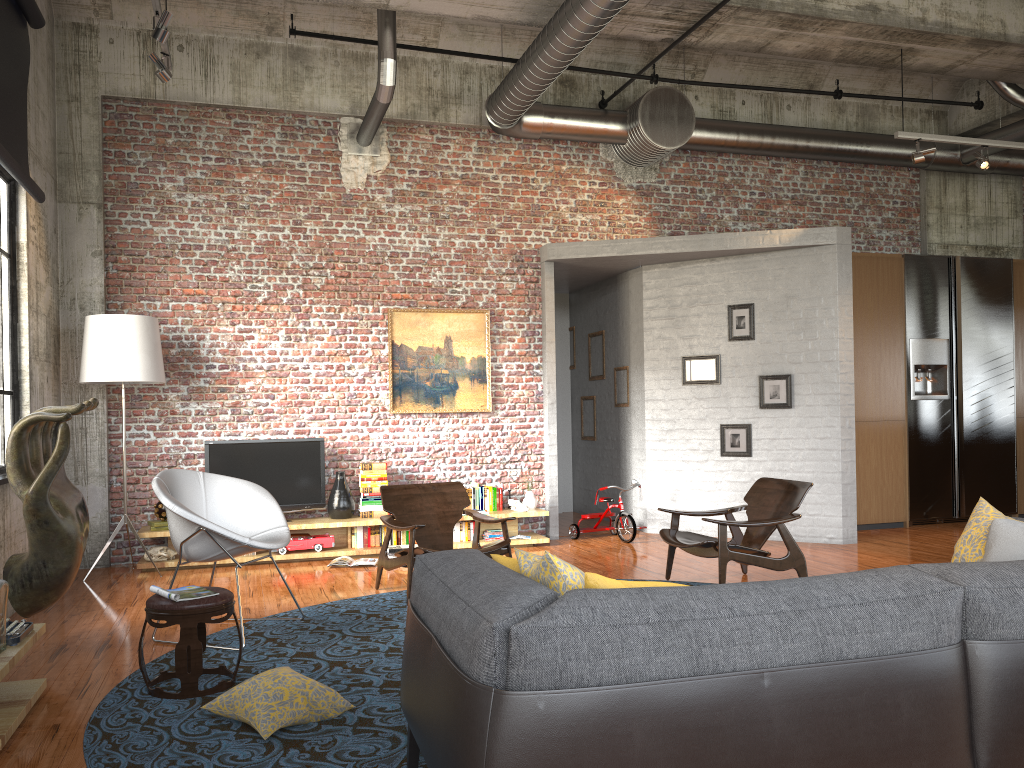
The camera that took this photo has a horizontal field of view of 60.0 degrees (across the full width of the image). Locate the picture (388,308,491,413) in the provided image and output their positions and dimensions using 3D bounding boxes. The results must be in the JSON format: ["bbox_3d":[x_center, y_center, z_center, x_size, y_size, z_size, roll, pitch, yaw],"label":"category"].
[{"bbox_3d":[-0.739,-0.237,9.145,1.064,1.064,0.040,-1,0,-17],"label":"picture"}]

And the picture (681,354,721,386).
[{"bbox_3d":[2.006,-0.148,9.424,0.426,0.316,0.015,-2,-1,33],"label":"picture"}]

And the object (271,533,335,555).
[{"bbox_3d":[-1.989,1.493,8.344,0.600,0.174,0.244,0,-2,-26],"label":"object"}]

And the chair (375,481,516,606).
[{"bbox_3d":[-0.524,1.184,6.766,0.875,0.793,1.044,0,-1,-27],"label":"chair"}]

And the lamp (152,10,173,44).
[{"bbox_3d":[-2.534,-2.563,6.402,0.165,0.251,0.102,-1,0,28],"label":"lamp"}]

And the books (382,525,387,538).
[{"bbox_3d":[-1.242,1.480,8.640,0.023,0.193,0.140,-1,-1,-17],"label":"books"}]

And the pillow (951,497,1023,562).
[{"bbox_3d":[2.042,0.723,3.749,0.260,0.446,0.537,-1,-1,-10],"label":"pillow"}]

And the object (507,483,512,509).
[{"bbox_3d":[-0.023,1.167,9.276,0.057,0.272,0.057,-1,0,33],"label":"object"}]

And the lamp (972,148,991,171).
[{"bbox_3d":[4.531,-2.154,8.535,0.102,0.228,0.199,-1,-1,-7],"label":"lamp"}]

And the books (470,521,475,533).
[{"bbox_3d":[-0.395,1.474,8.916,0.019,0.189,0.120,-1,-1,-17],"label":"books"}]

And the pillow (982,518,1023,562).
[{"bbox_3d":[1.988,0.700,3.504,0.171,0.314,0.365,-1,-1,-27],"label":"pillow"}]

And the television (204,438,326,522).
[{"bbox_3d":[-2.334,0.919,8.397,1.089,0.793,0.286,0,-1,-30],"label":"television"}]

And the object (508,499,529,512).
[{"bbox_3d":[0.065,1.236,8.989,0.251,0.123,0.123,-2,-1,28],"label":"object"}]

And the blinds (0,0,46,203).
[{"bbox_3d":[-3.320,-2.174,5.677,0.150,1.463,2.445,-1,-1,-17],"label":"blinds"}]

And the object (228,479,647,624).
[{"bbox_3d":[7.127,1.137,7.065,20.828,0.657,8.774,0,-2,-17],"label":"object"}]

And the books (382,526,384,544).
[{"bbox_3d":[-1.264,1.480,8.631,0.023,0.193,0.140,-1,-1,-17],"label":"books"}]

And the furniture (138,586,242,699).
[{"bbox_3d":[-1.615,1.284,4.464,0.432,0.477,0.432,-2,-1,28],"label":"furniture"}]

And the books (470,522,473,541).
[{"bbox_3d":[-0.422,1.479,8.914,0.034,0.181,0.132,-1,-1,-17],"label":"books"}]

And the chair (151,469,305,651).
[{"bbox_3d":[-1.801,1.046,5.551,0.806,1.030,1.057,-1,-1,22],"label":"chair"}]

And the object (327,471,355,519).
[{"bbox_3d":[-1.671,1.084,8.662,0.268,0.455,0.268,-1,-1,14],"label":"object"}]

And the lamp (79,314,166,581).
[{"bbox_3d":[-3.368,0.546,7.714,0.707,2.243,0.694,-1,0,5],"label":"lamp"}]

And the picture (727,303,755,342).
[{"bbox_3d":[2.377,-0.638,9.199,0.278,0.381,0.015,-1,0,31],"label":"picture"}]

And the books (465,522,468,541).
[{"bbox_3d":[-0.472,1.474,8.890,0.026,0.191,0.138,-1,-1,-17],"label":"books"}]

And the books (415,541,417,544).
[{"bbox_3d":[-0.962,1.449,8.731,0.088,0.256,0.153,-1,-1,-17],"label":"books"}]

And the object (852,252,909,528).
[{"bbox_3d":[3.804,0.100,10.090,0.910,3.045,0.860,-1,0,-17],"label":"object"}]

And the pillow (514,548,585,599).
[{"bbox_3d":[0.181,0.729,2.916,0.260,0.446,0.537,-1,-1,-10],"label":"pillow"}]

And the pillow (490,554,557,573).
[{"bbox_3d":[0.114,0.760,3.239,0.168,0.319,0.435,-1,-1,-43],"label":"pillow"}]

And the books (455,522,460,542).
[{"bbox_3d":[-0.555,1.477,8.866,0.043,0.186,0.129,-1,-1,-17],"label":"books"}]

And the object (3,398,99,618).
[{"bbox_3d":[-2.707,0.724,5.175,0.456,1.296,0.728,-1,-1,-5],"label":"object"}]

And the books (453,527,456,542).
[{"bbox_3d":[-0.597,1.480,8.871,0.034,0.181,0.132,-1,-1,-17],"label":"books"}]

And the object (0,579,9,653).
[{"bbox_3d":[-2.262,0.981,3.797,0.163,0.361,0.163,-1,0,-14],"label":"object"}]

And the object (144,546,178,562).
[{"bbox_3d":[-3.158,1.525,7.979,0.273,0.133,0.183,-1,-1,-8],"label":"object"}]

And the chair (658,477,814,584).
[{"bbox_3d":[1.695,1.142,6.730,1.043,0.793,0.875,-1,-1,-16],"label":"chair"}]

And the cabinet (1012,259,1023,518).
[{"bbox_3d":[8.235,0.064,11.456,5.341,3.044,0.860,-1,0,-17],"label":"cabinet"}]

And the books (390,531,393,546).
[{"bbox_3d":[-1.191,1.467,8.676,0.030,0.220,0.159,-1,-1,-17],"label":"books"}]

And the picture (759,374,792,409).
[{"bbox_3d":[2.671,0.078,8.997,0.330,0.341,0.015,-2,0,33],"label":"picture"}]

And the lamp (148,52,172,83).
[{"bbox_3d":[-2.803,-2.529,7.101,0.102,0.215,0.226,-1,-1,24],"label":"lamp"}]

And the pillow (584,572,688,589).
[{"bbox_3d":[0.362,0.738,2.730,0.405,0.371,0.228,-1,-1,-8],"label":"pillow"}]

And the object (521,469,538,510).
[{"bbox_3d":[0.182,1.072,9.140,0.197,0.445,0.234,-1,-1,-30],"label":"object"}]

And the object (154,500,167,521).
[{"bbox_3d":[-3.154,1.143,8.089,0.215,0.208,0.216,-1,-1,-28],"label":"object"}]

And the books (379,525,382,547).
[{"bbox_3d":[-1.288,1.469,8.632,0.022,0.217,0.138,-1,-1,-17],"label":"books"}]

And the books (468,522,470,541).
[{"bbox_3d":[-0.449,1.474,8.900,0.026,0.191,0.138,-1,-1,-17],"label":"books"}]

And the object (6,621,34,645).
[{"bbox_3d":[-2.423,1.093,4.041,0.382,0.153,0.424,-1,-2,-17],"label":"object"}]

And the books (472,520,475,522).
[{"bbox_3d":[-0.373,1.472,8.920,0.026,0.191,0.138,-1,-1,-17],"label":"books"}]

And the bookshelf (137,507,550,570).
[{"bbox_3d":[-1.541,1.485,8.610,3.844,0.359,0.548,0,-1,-17],"label":"bookshelf"}]

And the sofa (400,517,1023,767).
[{"bbox_3d":[1.168,1.007,3.149,3.003,0.861,1.363,-1,-1,-15],"label":"sofa"}]

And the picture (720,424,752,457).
[{"bbox_3d":[2.330,0.587,9.236,0.330,0.341,0.015,-2,0,33],"label":"picture"}]

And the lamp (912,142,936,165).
[{"bbox_3d":[3.806,-2.153,8.256,0.260,0.211,0.102,-1,0,13],"label":"lamp"}]

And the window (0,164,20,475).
[{"bbox_3d":[-3.467,-1.049,5.628,0.050,3.435,2.580,-1,-1,-17],"label":"window"}]

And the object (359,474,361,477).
[{"bbox_3d":[-1.373,0.899,8.734,0.248,0.031,0.178,0,-2,-17],"label":"object"}]

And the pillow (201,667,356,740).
[{"bbox_3d":[-1.046,1.402,3.936,0.504,0.247,0.481,-2,-2,39],"label":"pillow"}]

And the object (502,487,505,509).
[{"bbox_3d":[-0.102,1.168,9.266,0.057,0.272,0.057,-1,0,33],"label":"object"}]

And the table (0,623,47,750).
[{"bbox_3d":[-2.394,1.342,3.881,0.475,0.359,0.875,-1,-2,-17],"label":"table"}]

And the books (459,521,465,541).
[{"bbox_3d":[-0.497,1.474,8.886,0.026,0.191,0.138,-1,-1,-17],"label":"books"}]
